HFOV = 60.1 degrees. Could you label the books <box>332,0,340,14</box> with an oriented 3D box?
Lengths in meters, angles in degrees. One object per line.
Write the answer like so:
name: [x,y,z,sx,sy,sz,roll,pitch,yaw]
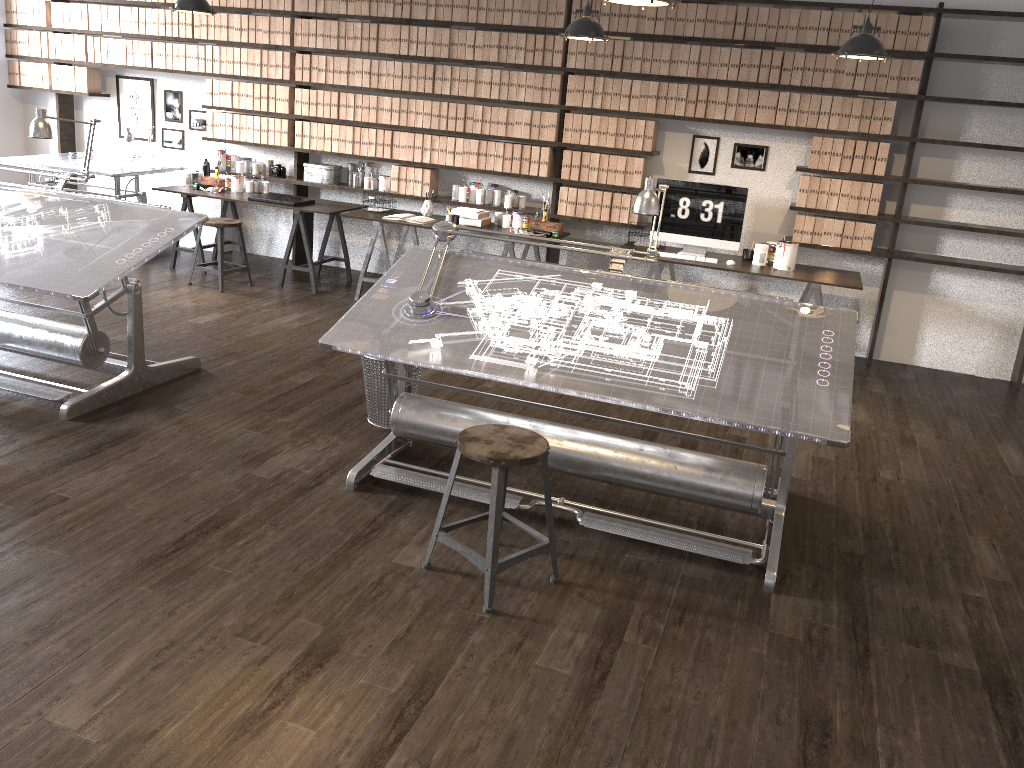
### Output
books: [-1.383,-3.109,7.181,0.067,0.222,0.176,10,17,17]

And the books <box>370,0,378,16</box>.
books: [-1.063,-3.047,7.081,0.067,0.222,0.176,10,17,17]

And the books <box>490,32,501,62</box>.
books: [-0.102,-2.593,6.837,0.067,0.223,0.176,10,17,17]

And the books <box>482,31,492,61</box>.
books: [-0.164,-2.607,6.861,0.067,0.222,0.176,10,17,17]

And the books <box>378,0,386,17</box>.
books: [-0.997,-3.035,7.060,0.067,0.222,0.176,10,17,17]

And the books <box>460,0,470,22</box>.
books: [-0.334,-2.905,6.844,0.067,0.223,0.176,10,17,17]

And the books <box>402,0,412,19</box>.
books: [-0.794,-2.994,6.991,0.067,0.223,0.176,10,17,17]

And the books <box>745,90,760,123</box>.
books: [1.722,-1.985,6.331,0.067,0.222,0.176,10,17,17]

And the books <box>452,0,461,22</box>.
books: [-0.392,-2.918,6.867,0.067,0.222,0.176,10,17,17]

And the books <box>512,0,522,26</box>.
books: [0.069,-2.828,6.721,0.067,0.222,0.176,10,17,17]

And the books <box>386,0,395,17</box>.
books: [-0.931,-3.021,7.035,0.067,0.222,0.176,10,17,17]

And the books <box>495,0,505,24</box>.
books: [-0.065,-2.855,6.765,0.067,0.222,0.176,10,17,17]

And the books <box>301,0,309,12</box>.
books: [-1.652,-3.159,7.260,0.067,0.223,0.176,10,17,17]

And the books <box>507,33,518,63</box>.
books: [0.030,-2.570,6.802,0.067,0.222,0.176,10,17,17]

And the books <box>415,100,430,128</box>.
books: [-0.713,-2.180,7.164,0.067,0.222,0.176,10,17,17]

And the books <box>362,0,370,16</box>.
books: [-1.129,-3.058,7.095,0.067,0.223,0.176,10,17,17]

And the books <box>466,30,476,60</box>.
books: [-0.292,-2.630,6.898,0.067,0.223,0.176,10,17,17]

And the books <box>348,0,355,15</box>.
books: [-1.250,-3.082,7.137,0.067,0.222,0.176,10,17,17]

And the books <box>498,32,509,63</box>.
books: [-0.037,-2.583,6.823,0.067,0.222,0.176,10,17,17]

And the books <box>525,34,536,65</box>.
books: [0.163,-2.544,6.760,0.067,0.222,0.176,10,17,17]

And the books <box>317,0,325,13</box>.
books: [-1.515,-3.133,7.220,0.067,0.222,0.176,10,17,17]

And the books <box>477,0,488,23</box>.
books: [-0.197,-2.880,6.805,0.067,0.222,0.176,10,17,17]

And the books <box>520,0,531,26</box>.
books: [0.129,-2.818,6.704,0.067,0.222,0.176,10,17,17]

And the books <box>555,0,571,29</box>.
books: [0.387,-2.767,6.619,0.067,0.222,0.176,10,17,17]

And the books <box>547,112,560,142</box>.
books: [0.334,-1.977,6.830,0.067,0.223,0.176,10,17,17]

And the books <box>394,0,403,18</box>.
books: [-0.863,-3.009,7.018,0.067,0.222,0.176,10,17,17]

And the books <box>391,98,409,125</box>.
books: [-0.911,-2.218,7.224,0.067,0.223,0.176,10,17,17]

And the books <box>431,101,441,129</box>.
books: [-0.578,-2.153,7.118,0.067,0.223,0.176,10,17,17]

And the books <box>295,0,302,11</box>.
books: [-1.710,-3.171,7.283,0.067,0.222,0.176,10,17,17]

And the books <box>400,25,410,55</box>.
books: [-0.818,-2.731,7.063,0.067,0.222,0.176,10,17,17]

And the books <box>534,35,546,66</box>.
books: [0.232,-2.529,6.733,0.067,0.223,0.176,10,17,17]

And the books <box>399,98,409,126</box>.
books: [-0.844,-2.206,7.207,0.067,0.222,0.176,10,17,17]

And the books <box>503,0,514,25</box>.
books: [0.000,-2.841,6.741,0.067,0.223,0.176,10,17,17]

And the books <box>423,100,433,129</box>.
books: [-0.646,-2.166,7.139,0.067,0.222,0.176,10,17,17]

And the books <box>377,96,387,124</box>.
books: [-1.037,-2.243,7.268,0.067,0.222,0.176,10,17,17]

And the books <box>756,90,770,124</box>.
books: [1.792,-1.971,6.308,0.067,0.222,0.176,10,17,17]

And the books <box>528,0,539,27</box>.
books: [0.190,-2.804,6.680,0.067,0.223,0.176,10,17,17]

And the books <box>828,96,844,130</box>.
books: [2.253,-1.882,6.161,0.067,0.222,0.176,10,17,17]

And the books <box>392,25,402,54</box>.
books: [-0.886,-2.744,7.084,0.067,0.223,0.176,10,17,17]

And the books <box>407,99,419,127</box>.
books: [-0.778,-2.194,7.188,0.067,0.222,0.176,10,17,17]

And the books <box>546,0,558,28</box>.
books: [0.322,-2.781,6.644,0.067,0.222,0.176,10,17,17]

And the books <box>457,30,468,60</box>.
books: [-0.357,-2.644,6.923,0.067,0.222,0.176,10,17,17]

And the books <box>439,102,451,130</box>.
books: [-0.517,-2.143,7.103,0.067,0.222,0.176,10,17,17]

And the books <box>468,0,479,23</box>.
books: [-0.266,-2.892,6.823,0.067,0.222,0.176,10,17,17]

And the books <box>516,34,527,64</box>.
books: [0.095,-2.556,6.777,0.067,0.222,0.176,10,17,17]

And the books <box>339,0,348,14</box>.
books: [-1.318,-3.095,7.156,0.067,0.223,0.176,10,17,17]

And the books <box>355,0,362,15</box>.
books: [-1.190,-3.071,7.119,0.067,0.222,0.176,10,17,17]

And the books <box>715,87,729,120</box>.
books: [1.521,-2.022,6.389,0.067,0.222,0.176,10,17,17]

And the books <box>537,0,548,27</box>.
books: [0.255,-2.794,6.665,0.067,0.222,0.176,10,17,17]

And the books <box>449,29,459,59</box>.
books: [-0.422,-2.657,6.945,0.067,0.222,0.176,10,17,17]

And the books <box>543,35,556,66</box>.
books: [0.304,-2.517,6.716,0.067,0.222,0.176,10,17,17]

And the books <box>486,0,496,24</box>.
books: [-0.130,-2.868,6.787,0.067,0.222,0.176,10,17,17]

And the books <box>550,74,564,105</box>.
books: [0.357,-2.242,6.763,0.067,0.222,0.176,10,17,17]

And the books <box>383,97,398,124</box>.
books: [-0.979,-2.231,7.248,0.067,0.222,0.176,10,17,17]

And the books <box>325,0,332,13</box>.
books: [-1.448,-3.122,7.203,0.067,0.222,0.176,10,17,17]

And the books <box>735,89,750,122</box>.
books: [1.657,-1.998,6.353,0.067,0.222,0.176,10,17,17]

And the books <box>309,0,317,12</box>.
books: [-1.584,-3.146,7.239,0.067,0.222,0.176,10,17,17]

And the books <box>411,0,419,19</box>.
books: [-0.723,-2.982,6.974,0.067,0.222,0.176,10,17,17]
